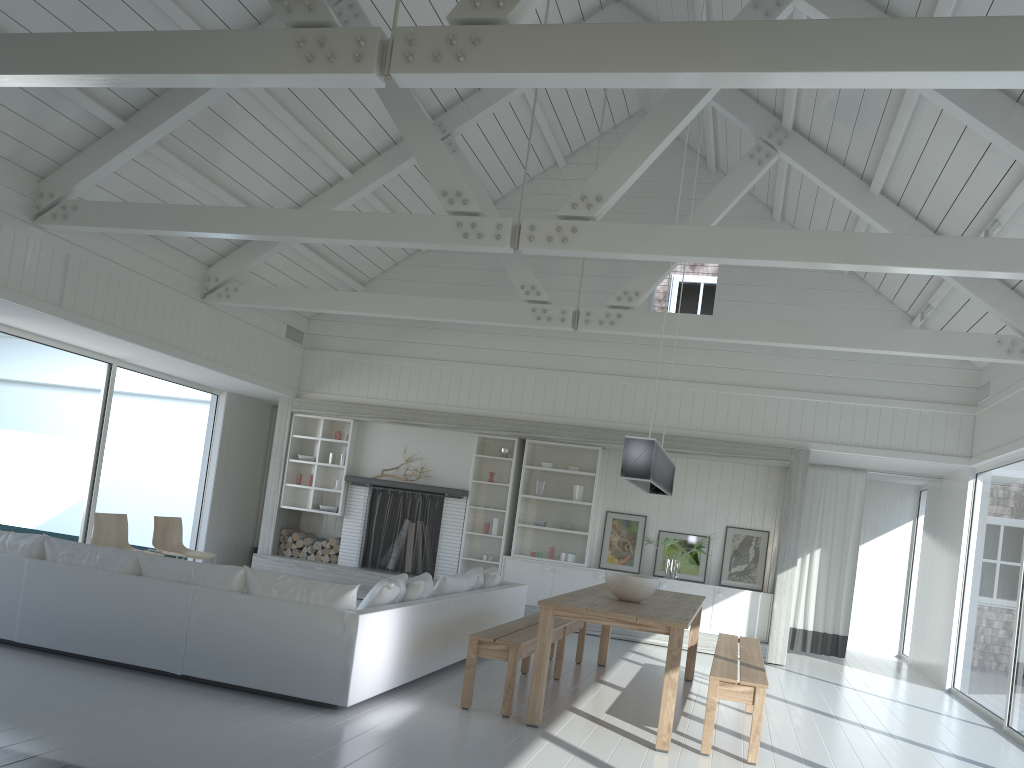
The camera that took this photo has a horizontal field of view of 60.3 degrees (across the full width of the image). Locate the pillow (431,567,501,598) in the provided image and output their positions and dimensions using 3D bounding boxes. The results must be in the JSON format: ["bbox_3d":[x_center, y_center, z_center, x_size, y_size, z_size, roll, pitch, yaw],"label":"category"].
[{"bbox_3d":[-0.411,1.911,7.965,0.461,0.474,2.077,7,-8,8],"label":"pillow"}]

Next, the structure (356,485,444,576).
[{"bbox_3d":[-1.412,1.847,11.023,1.094,1.058,0.117,6,-3,15],"label":"structure"}]

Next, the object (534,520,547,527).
[{"bbox_3d":[0.346,1.712,10.817,0.140,0.066,0.143,5,-8,15],"label":"object"}]

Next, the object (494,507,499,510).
[{"bbox_3d":[-0.191,1.554,11.013,0.054,0.025,0.055,5,-8,15],"label":"object"}]

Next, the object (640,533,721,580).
[{"bbox_3d":[1.906,1.954,10.203,0.968,0.626,0.628,6,-6,13],"label":"object"}]

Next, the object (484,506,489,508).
[{"bbox_3d":[-0.318,1.534,10.991,0.054,0.025,0.055,5,-8,15],"label":"object"}]

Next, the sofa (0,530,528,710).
[{"bbox_3d":[-2.046,1.734,7.441,3.466,0.734,4.179,5,-9,15],"label":"sofa"}]

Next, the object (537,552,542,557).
[{"bbox_3d":[0.335,2.093,10.808,0.058,0.060,0.058,8,-5,-7],"label":"object"}]

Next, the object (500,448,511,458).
[{"bbox_3d":[-0.087,0.865,10.968,0.163,0.123,0.161,13,-8,-42],"label":"object"}]

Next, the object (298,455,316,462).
[{"bbox_3d":[-2.674,0.984,11.572,0.242,0.072,0.244,7,-8,0],"label":"object"}]

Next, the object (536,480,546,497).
[{"bbox_3d":[0.353,1.291,10.846,0.102,0.196,0.103,7,-4,15],"label":"object"}]

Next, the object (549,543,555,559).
[{"bbox_3d":[0.493,2.039,10.761,0.054,0.195,0.055,7,-3,14],"label":"object"}]

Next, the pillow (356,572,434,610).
[{"bbox_3d":[-0.861,1.611,6.368,0.465,0.475,1.331,7,-8,7],"label":"pillow"}]

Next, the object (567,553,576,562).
[{"bbox_3d":[0.720,2.098,10.666,0.086,0.111,0.085,11,-6,-39],"label":"object"}]

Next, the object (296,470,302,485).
[{"bbox_3d":[-2.790,1.228,11.568,0.054,0.195,0.055,7,-3,16],"label":"object"}]

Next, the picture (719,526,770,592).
[{"bbox_3d":[2.713,2.037,10.286,0.493,0.700,0.066,6,-3,15],"label":"picture"}]

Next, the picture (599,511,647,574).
[{"bbox_3d":[1.339,1.912,10.652,0.493,0.700,0.066,6,-3,15],"label":"picture"}]

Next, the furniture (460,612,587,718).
[{"bbox_3d":[0.193,2.079,6.832,0.339,0.468,2.710,6,-8,15],"label":"furniture"}]

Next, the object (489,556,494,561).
[{"bbox_3d":[-0.260,2.164,10.947,0.058,0.060,0.058,6,-5,15],"label":"object"}]

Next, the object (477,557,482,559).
[{"bbox_3d":[-0.407,2.169,10.987,0.054,0.025,0.055,5,-8,15],"label":"object"}]

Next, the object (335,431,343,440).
[{"bbox_3d":[-2.254,0.672,11.460,0.060,0.126,0.231,9,-7,-30],"label":"object"}]

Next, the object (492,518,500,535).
[{"bbox_3d":[-0.205,1.773,10.960,0.072,0.210,0.072,7,-3,15],"label":"object"}]

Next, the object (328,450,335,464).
[{"bbox_3d":[-2.348,0.950,11.474,0.054,0.195,0.055,7,-3,16],"label":"object"}]

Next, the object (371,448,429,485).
[{"bbox_3d":[-1.323,1.002,11.058,0.786,0.500,0.459,9,-5,-15],"label":"object"}]

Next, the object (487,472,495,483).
[{"bbox_3d":[-0.255,1.171,11.017,0.138,0.129,0.137,11,-7,-32],"label":"object"}]

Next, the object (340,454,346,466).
[{"bbox_3d":[-2.189,0.964,11.432,0.054,0.195,0.055,7,-3,16],"label":"object"}]

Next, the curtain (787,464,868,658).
[{"bbox_3d":[3.811,2.183,11.068,1.003,2.359,0.117,7,-2,15],"label":"curtain"}]

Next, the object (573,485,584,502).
[{"bbox_3d":[0.803,1.332,10.727,0.103,0.196,0.102,10,-4,-30],"label":"object"}]

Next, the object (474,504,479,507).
[{"bbox_3d":[-0.445,1.514,10.969,0.054,0.025,0.055,5,-8,15],"label":"object"}]

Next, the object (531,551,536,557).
[{"bbox_3d":[0.263,2.077,10.801,0.054,0.071,0.054,8,-5,-6],"label":"object"}]

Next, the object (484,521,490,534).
[{"bbox_3d":[-0.308,1.771,10.989,0.054,0.195,0.055,7,-3,14],"label":"object"}]

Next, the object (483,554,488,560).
[{"bbox_3d":[-0.330,2.152,10.968,0.054,0.071,0.055,6,-5,14],"label":"object"}]

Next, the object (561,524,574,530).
[{"bbox_3d":[0.678,1.765,10.875,0.140,0.066,0.143,5,-8,15],"label":"object"}]

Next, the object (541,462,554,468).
[{"bbox_3d":[0.439,1.008,10.845,0.140,0.066,0.143,5,-8,15],"label":"object"}]

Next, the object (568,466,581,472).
[{"bbox_3d":[0.770,1.060,10.903,0.140,0.066,0.143,5,-8,15],"label":"object"}]

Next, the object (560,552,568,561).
[{"bbox_3d":[0.645,2.110,10.756,0.091,0.095,0.091,12,-7,-41],"label":"object"}]

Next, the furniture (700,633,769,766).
[{"bbox_3d":[1.632,2.210,6.449,0.339,0.468,2.710,6,-8,15],"label":"furniture"}]

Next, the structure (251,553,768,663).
[{"bbox_3d":[-0.028,2.767,11.277,6.330,0.344,1.903,5,-9,15],"label":"structure"}]

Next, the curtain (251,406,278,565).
[{"bbox_3d":[-3.376,1.507,12.837,0.628,2.359,0.117,7,-2,14],"label":"curtain"}]

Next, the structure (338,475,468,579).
[{"bbox_3d":[-1.328,1.933,11.365,1.611,1.280,0.867,6,-5,15],"label":"structure"}]

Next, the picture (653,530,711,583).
[{"bbox_3d":[2.017,2.051,10.476,0.607,0.551,0.054,6,-3,15],"label":"picture"}]
